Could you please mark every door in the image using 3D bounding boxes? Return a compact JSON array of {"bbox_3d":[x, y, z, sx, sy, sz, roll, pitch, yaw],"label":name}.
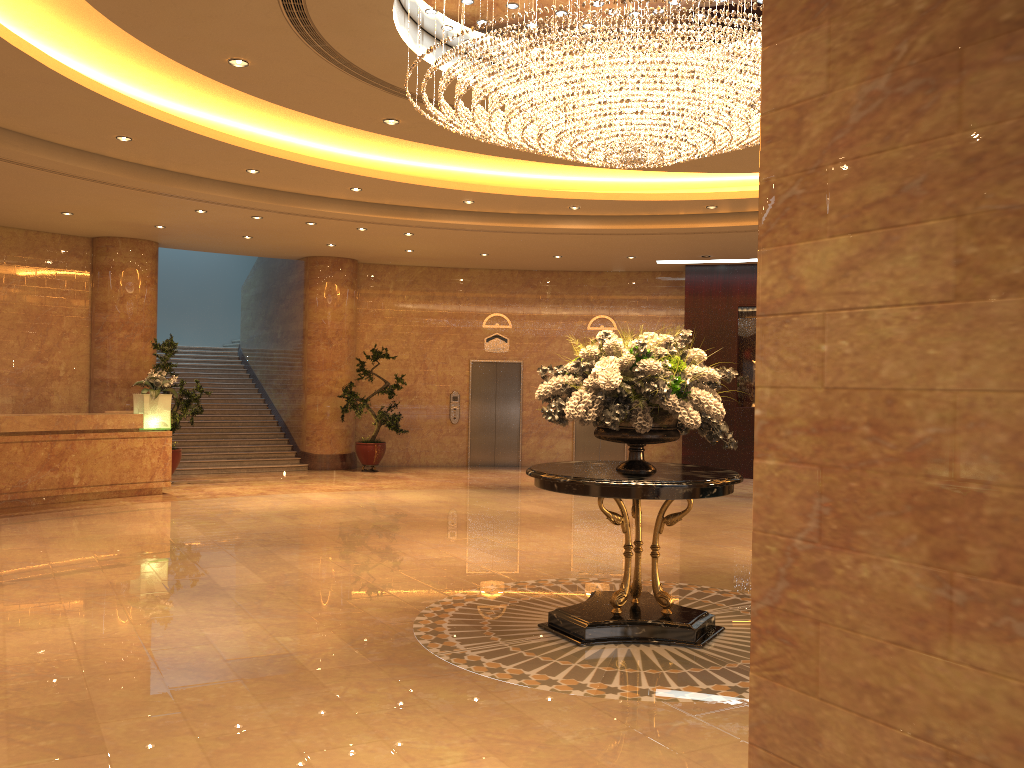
[{"bbox_3d":[1.786,0.636,17.917,1.070,2.149,0.150,1,0,6],"label":"door"},{"bbox_3d":[-0.338,0.594,17.911,1.070,2.145,0.150,1,0,-5],"label":"door"}]

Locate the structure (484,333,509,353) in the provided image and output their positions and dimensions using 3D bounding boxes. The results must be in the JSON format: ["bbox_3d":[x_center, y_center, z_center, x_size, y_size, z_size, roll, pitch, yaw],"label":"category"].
[{"bbox_3d":[-0.305,-0.832,17.870,0.504,0.405,0.012,1,0,-6],"label":"structure"}]

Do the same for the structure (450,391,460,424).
[{"bbox_3d":[-1.143,0.473,17.744,0.200,0.661,0.053,1,0,-9],"label":"structure"}]

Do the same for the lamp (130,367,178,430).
[{"bbox_3d":[-5.114,0.197,12.766,0.532,0.897,0.606,1,0,39],"label":"lamp"}]

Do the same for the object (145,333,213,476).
[{"bbox_3d":[-5.459,0.387,14.169,1.250,2.363,0.843,1,0,40],"label":"object"}]

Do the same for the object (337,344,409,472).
[{"bbox_3d":[-2.560,0.442,16.366,1.250,2.363,0.843,1,0,-9],"label":"object"}]

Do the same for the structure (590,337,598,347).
[{"bbox_3d":[1.811,-0.792,17.866,0.504,0.405,0.012,1,0,5],"label":"structure"}]

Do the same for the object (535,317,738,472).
[{"bbox_3d":[0.836,0.097,6.143,1.318,0.999,1.277,1,0,0],"label":"object"}]

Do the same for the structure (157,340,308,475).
[{"bbox_3d":[-6.583,-1.235,18.736,9.849,5.560,7.472,1,0,-30],"label":"structure"}]

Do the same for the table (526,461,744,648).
[{"bbox_3d":[0.832,1.140,6.175,1.493,1.089,1.493,1,0,-37],"label":"table"}]

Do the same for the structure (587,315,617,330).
[{"bbox_3d":[1.818,-1.239,17.865,0.600,0.293,0.010,1,0,5],"label":"structure"}]

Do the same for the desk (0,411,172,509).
[{"bbox_3d":[-7.012,0.961,7.186,3.466,1.155,12.951,1,0,4],"label":"desk"}]

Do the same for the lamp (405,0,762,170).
[{"bbox_3d":[0.864,-2.149,6.223,3.204,1.196,3.206,1,0,7],"label":"lamp"}]

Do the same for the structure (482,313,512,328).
[{"bbox_3d":[-0.297,-1.279,17.868,0.600,0.293,0.010,1,0,-6],"label":"structure"}]
